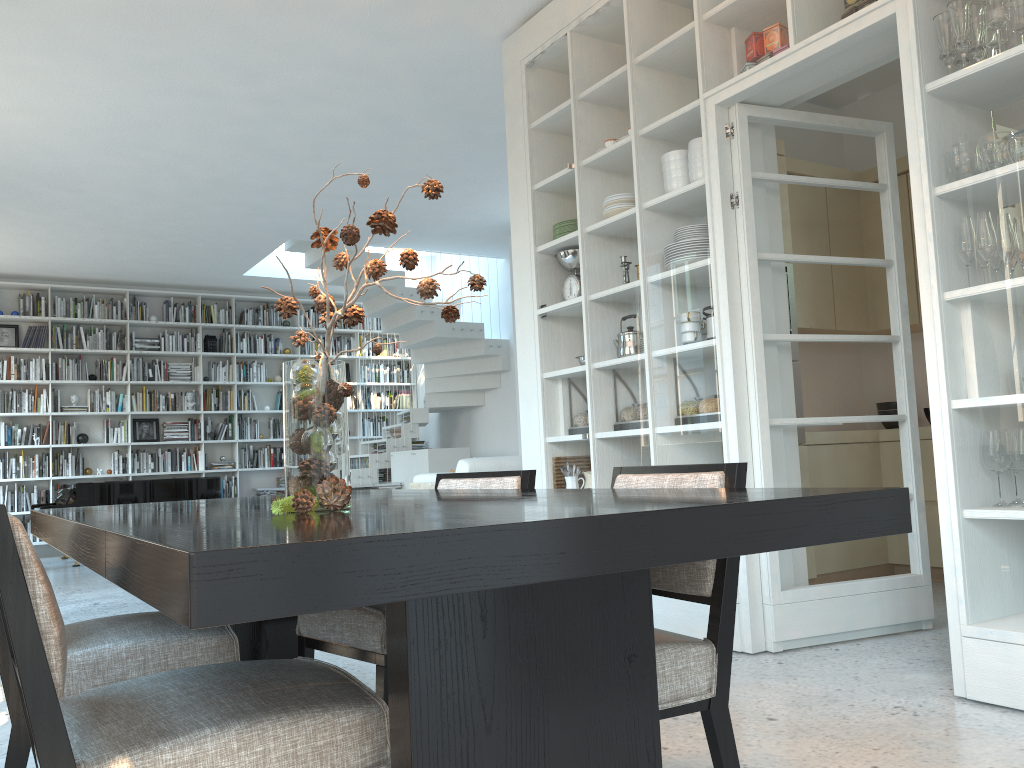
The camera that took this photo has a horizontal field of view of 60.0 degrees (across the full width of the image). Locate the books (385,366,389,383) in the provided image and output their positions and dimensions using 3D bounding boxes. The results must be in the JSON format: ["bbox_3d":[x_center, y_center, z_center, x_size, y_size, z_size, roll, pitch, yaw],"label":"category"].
[{"bbox_3d":[-1.791,-0.117,12.553,0.045,0.245,0.177,0,-5,-32],"label":"books"}]

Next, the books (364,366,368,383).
[{"bbox_3d":[-2.066,-0.121,12.373,0.023,0.247,0.182,0,-5,-32],"label":"books"}]

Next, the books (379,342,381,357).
[{"bbox_3d":[-1.891,-0.470,12.451,0.014,0.206,0.184,0,-6,-32],"label":"books"}]

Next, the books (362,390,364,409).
[{"bbox_3d":[-2.102,0.234,12.353,0.010,0.278,0.147,0,-5,-32],"label":"books"}]

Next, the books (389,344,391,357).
[{"bbox_3d":[-1.771,-0.465,12.599,0.013,0.212,0.187,0,-6,-32],"label":"books"}]

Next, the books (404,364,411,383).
[{"bbox_3d":[-1.513,-0.138,12.733,0.042,0.292,0.186,0,-5,-32],"label":"books"}]

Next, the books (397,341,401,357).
[{"bbox_3d":[-1.644,-0.484,12.694,0.070,0.254,0.154,0,-5,-32],"label":"books"}]

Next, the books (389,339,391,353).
[{"bbox_3d":[-1.769,-0.497,12.633,0.024,0.281,0.153,0,-5,-32],"label":"books"}]

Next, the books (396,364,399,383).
[{"bbox_3d":[-1.665,-0.131,12.637,0.013,0.276,0.188,0,-5,-32],"label":"books"}]

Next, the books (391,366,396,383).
[{"bbox_3d":[-1.697,-0.118,12.630,0.025,0.252,0.160,0,-5,-32],"label":"books"}]

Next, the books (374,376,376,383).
[{"bbox_3d":[-1.960,-0.083,12.465,0.027,0.179,0.157,0,-6,-32],"label":"books"}]

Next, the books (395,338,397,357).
[{"bbox_3d":[-1.687,-0.500,12.674,0.023,0.286,0.163,0,-5,-32],"label":"books"}]

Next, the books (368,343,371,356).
[{"bbox_3d":[-2.012,-0.465,12.362,0.024,0.193,0.190,0,-6,-32],"label":"books"}]

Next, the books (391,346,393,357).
[{"bbox_3d":[-1.742,-0.448,12.644,0.034,0.182,0.156,0,-6,-32],"label":"books"}]

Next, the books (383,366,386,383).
[{"bbox_3d":[-1.826,-0.119,12.556,0.012,0.254,0.161,0,-5,-32],"label":"books"}]

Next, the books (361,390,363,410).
[{"bbox_3d":[-2.121,0.232,12.313,0.025,0.277,0.160,0,-5,-32],"label":"books"}]

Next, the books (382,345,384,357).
[{"bbox_3d":[-1.849,-0.478,12.474,0.013,0.222,0.174,0,-5,-32],"label":"books"}]

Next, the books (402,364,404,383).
[{"bbox_3d":[-1.583,-0.132,12.703,0.013,0.283,0.149,0,-5,-32],"label":"books"}]

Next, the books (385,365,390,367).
[{"bbox_3d":[-1.765,-0.127,12.606,0.010,0.273,0.130,0,-5,-32],"label":"books"}]

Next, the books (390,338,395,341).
[{"bbox_3d":[-1.708,-0.503,12.674,0.011,0.294,0.151,0,-5,-32],"label":"books"}]

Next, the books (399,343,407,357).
[{"bbox_3d":[-1.568,-0.485,12.750,0.029,0.258,0.163,0,-5,-32],"label":"books"}]

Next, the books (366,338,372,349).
[{"bbox_3d":[-2.001,-0.499,12.390,0.023,0.263,0.158,0,-5,-32],"label":"books"}]

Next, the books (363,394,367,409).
[{"bbox_3d":[-2.068,0.255,12.371,0.066,0.236,0.144,0,-5,-32],"label":"books"}]

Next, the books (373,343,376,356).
[{"bbox_3d":[-1.951,-0.472,12.427,0.025,0.211,0.135,0,-5,-32],"label":"books"}]

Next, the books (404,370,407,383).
[{"bbox_3d":[-1.555,-0.090,12.696,0.029,0.195,0.192,0,-6,-32],"label":"books"}]

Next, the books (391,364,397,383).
[{"bbox_3d":[-1.678,-0.134,12.634,0.012,0.282,0.151,0,-5,-32],"label":"books"}]

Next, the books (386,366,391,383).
[{"bbox_3d":[-1.766,-0.122,12.577,0.023,0.258,0.184,0,-5,-32],"label":"books"}]

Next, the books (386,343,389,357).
[{"bbox_3d":[-1.798,-0.469,12.589,0.023,0.220,0.171,0,-5,-32],"label":"books"}]

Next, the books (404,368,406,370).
[{"bbox_3d":[-1.552,-0.104,12.741,0.024,0.230,0.131,0,-5,-32],"label":"books"}]

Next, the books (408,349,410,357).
[{"bbox_3d":[-1.506,-0.465,12.765,0.011,0.216,0.170,0,-5,-32],"label":"books"}]

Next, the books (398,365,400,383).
[{"bbox_3d":[-1.646,-0.127,12.646,0.028,0.267,0.173,0,-5,-32],"label":"books"}]

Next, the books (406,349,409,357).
[{"bbox_3d":[-1.538,-0.479,12.768,0.040,0.246,0.160,0,-5,-32],"label":"books"}]

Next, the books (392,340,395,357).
[{"bbox_3d":[-1.710,-0.488,12.646,0.022,0.261,0.160,0,-5,-32],"label":"books"}]

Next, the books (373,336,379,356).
[{"bbox_3d":[-1.906,-0.515,12.442,0.022,0.296,0.152,0,-5,-32],"label":"books"}]

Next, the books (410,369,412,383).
[{"bbox_3d":[-1.485,-0.101,12.748,0.021,0.218,0.184,0,-5,-32],"label":"books"}]

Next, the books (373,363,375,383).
[{"bbox_3d":[-1.972,-0.141,12.448,0.012,0.292,0.165,0,-5,-32],"label":"books"}]

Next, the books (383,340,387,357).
[{"bbox_3d":[-1.838,-0.485,12.508,0.042,0.241,0.248,0,-6,-32],"label":"books"}]

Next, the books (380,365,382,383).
[{"bbox_3d":[-1.880,-0.126,12.500,0.022,0.262,0.172,0,-5,-32],"label":"books"}]

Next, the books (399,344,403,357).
[{"bbox_3d":[-1.603,-0.464,12.715,0.023,0.213,0.181,0,-5,-32],"label":"books"}]

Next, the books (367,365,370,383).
[{"bbox_3d":[-2.041,-0.124,12.402,0.026,0.256,0.173,0,-5,-32],"label":"books"}]

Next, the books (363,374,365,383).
[{"bbox_3d":[-2.102,-0.119,12.384,0.026,0.249,0.161,0,-5,-32],"label":"books"}]

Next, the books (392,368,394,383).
[{"bbox_3d":[-1.725,-0.109,12.624,0.028,0.237,0.146,0,-5,-32],"label":"books"}]

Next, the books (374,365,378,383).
[{"bbox_3d":[-1.927,-0.129,12.485,0.025,0.270,0.152,0,-5,-32],"label":"books"}]

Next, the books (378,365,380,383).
[{"bbox_3d":[-1.901,-0.124,12.490,0.024,0.259,0.156,0,-5,-32],"label":"books"}]

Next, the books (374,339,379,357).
[{"bbox_3d":[-1.922,-0.494,12.425,0.023,0.253,0.189,0,-5,-32],"label":"books"}]

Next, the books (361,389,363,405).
[{"bbox_3d":[-2.114,0.226,12.335,0.010,0.292,0.164,0,-5,-32],"label":"books"}]

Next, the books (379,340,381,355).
[{"bbox_3d":[-1.880,-0.487,12.467,0.022,0.242,0.145,0,-5,-32],"label":"books"}]

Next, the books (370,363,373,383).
[{"bbox_3d":[-1.992,-0.142,12.449,0.022,0.297,0.162,0,-5,-32],"label":"books"}]

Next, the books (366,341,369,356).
[{"bbox_3d":[-2.046,-0.480,12.349,0.049,0.223,0.161,0,-5,-32],"label":"books"}]

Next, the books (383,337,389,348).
[{"bbox_3d":[-1.789,-0.505,12.607,0.010,0.295,0.165,0,-5,-32],"label":"books"}]

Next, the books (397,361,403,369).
[{"bbox_3d":[-1.600,-0.155,12.705,0.013,0.330,0.140,0,-5,-32],"label":"books"}]

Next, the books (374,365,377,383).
[{"bbox_3d":[-1.938,-0.125,12.467,0.013,0.260,0.158,0,-5,-32],"label":"books"}]

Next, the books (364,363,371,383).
[{"bbox_3d":[-2.018,-0.139,12.402,0.014,0.285,0.185,0,-5,-32],"label":"books"}]

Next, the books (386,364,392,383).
[{"bbox_3d":[-1.748,-0.137,12.612,0.024,0.291,0.132,0,-5,-32],"label":"books"}]

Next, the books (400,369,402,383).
[{"bbox_3d":[-1.621,-0.099,12.656,0.025,0.211,0.188,0,-6,-32],"label":"books"}]

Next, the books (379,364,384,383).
[{"bbox_3d":[-1.861,-0.136,12.519,0.030,0.283,0.166,0,-5,-32],"label":"books"}]

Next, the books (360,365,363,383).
[{"bbox_3d":[-2.111,-0.122,12.363,0.012,0.254,0.161,0,-5,-32],"label":"books"}]
